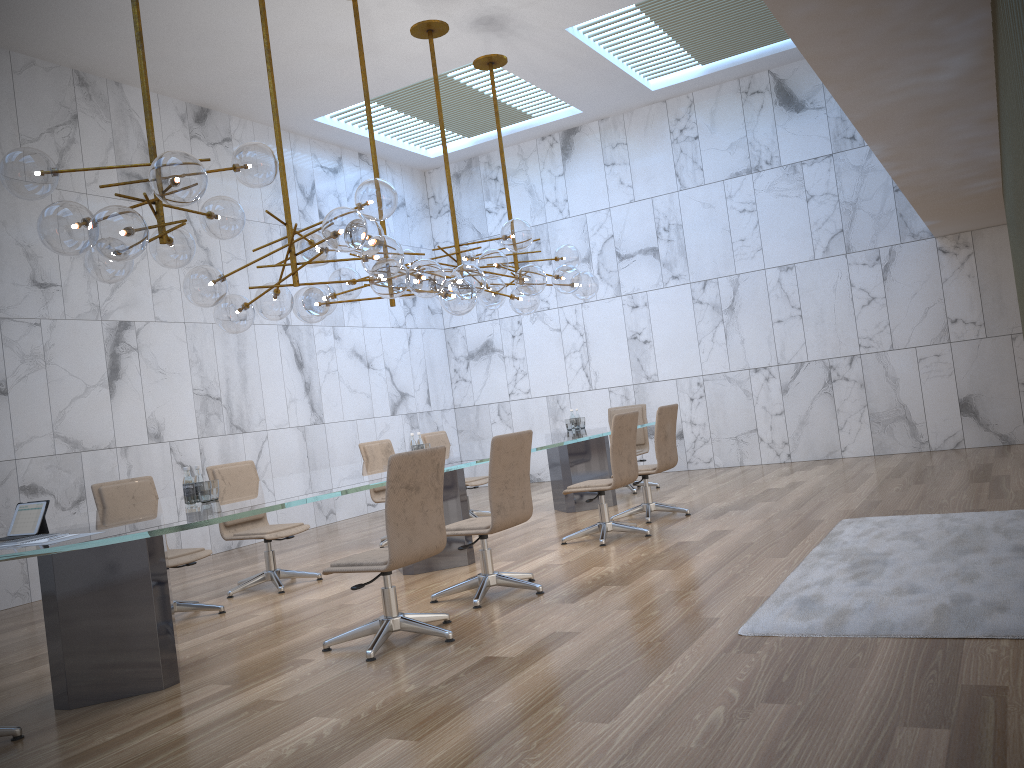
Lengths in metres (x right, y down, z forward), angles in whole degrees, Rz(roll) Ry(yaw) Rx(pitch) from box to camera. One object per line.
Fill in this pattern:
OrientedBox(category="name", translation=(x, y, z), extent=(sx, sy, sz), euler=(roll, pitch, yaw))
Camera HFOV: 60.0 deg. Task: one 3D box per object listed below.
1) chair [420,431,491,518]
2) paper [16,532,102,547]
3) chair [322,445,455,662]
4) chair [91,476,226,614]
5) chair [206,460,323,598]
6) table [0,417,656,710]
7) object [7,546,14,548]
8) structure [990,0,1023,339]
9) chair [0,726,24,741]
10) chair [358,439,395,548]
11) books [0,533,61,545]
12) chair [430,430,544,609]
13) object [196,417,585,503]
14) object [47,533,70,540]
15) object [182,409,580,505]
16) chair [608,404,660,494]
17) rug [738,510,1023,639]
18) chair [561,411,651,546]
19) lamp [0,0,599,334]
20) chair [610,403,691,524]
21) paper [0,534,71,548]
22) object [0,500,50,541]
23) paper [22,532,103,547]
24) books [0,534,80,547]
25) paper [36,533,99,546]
OrientedBox(category="chair", translation=(-0.557, 0.982, 9.424), extent=(0.697, 1.000, 0.726), euler=(-8, -2, 29))
OrientedBox(category="paper", translation=(-1.927, 0.663, 3.786), extent=(0.210, 0.001, 0.290), euler=(-8, -2, 22))
OrientedBox(category="chair", translation=(-0.659, 0.869, 4.723), extent=(0.697, 1.000, 0.726), euler=(-8, -2, 30))
OrientedBox(category="chair", translation=(-2.438, 1.134, 6.086), extent=(0.697, 1.000, 0.726), euler=(-8, -2, 29))
OrientedBox(category="chair", translation=(-1.953, 1.095, 6.947), extent=(0.697, 1.000, 0.726), euler=(-8, -2, 29))
OrientedBox(category="table", translation=(-0.663, 1.008, 6.964), extent=(2.092, 0.835, 7.924), euler=(-8, -2, 29))
OrientedBox(category="object", translation=(-2.133, 0.692, 3.891), extent=(0.210, 0.001, 0.290), euler=(-8, -2, 27))
OrientedBox(category="structure", translation=(2.638, -0.296, 4.492), extent=(0.023, 2.456, 7.223), euler=(-8, -2, 29))
OrientedBox(category="chair", translation=(-2.539, 1.083, 3.672), extent=(0.726, 1.000, 0.697), euler=(-8, -2, 30))
OrientedBox(category="chair", translation=(-1.047, 1.022, 8.553), extent=(0.697, 1.000, 0.726), euler=(-8, -2, 29))
OrientedBox(category="books", translation=(-2.112, 0.679, 3.886), extent=(0.126, 0.012, 0.205), euler=(-8, -2, 26))
OrientedBox(category="chair", translation=(-0.168, 0.830, 5.593), extent=(0.697, 1.000, 0.726), euler=(-8, -2, 30))
OrientedBox(category="object", translation=(-0.543, 0.519, 7.228), extent=(0.183, 0.117, 5.112), euler=(-8, -2, 30))
OrientedBox(category="object", translation=(-1.950, 0.656, 3.821), extent=(0.011, 0.011, 0.158), euler=(-7, -2, 4))
OrientedBox(category="object", translation=(-0.585, 0.477, 7.265), extent=(0.124, 0.213, 5.189), euler=(-8, -2, 29))
OrientedBox(category="chair", translation=(1.317, 0.771, 10.497), extent=(0.726, 1.000, 0.697), euler=(-8, -2, 30))
OrientedBox(category="rug", translation=(2.312, 0.984, 5.002), extent=(1.320, 0.034, 3.025), euler=(-8, -2, 29))
OrientedBox(category="chair", translation=(0.740, 0.756, 7.203), extent=(0.697, 1.000, 0.726), euler=(-8, -2, 30))
OrientedBox(category="lamp", translation=(-1.081, -1.776, 6.936), extent=(1.557, 2.716, 5.672), euler=(-8, -2, 29))
OrientedBox(category="chair", translation=(1.227, 0.717, 8.068), extent=(0.697, 1.000, 0.726), euler=(-8, -2, 30))
OrientedBox(category="paper", translation=(-2.133, 0.692, 3.891), extent=(0.210, 0.001, 0.290), euler=(-8, -2, 28))
OrientedBox(category="object", translation=(-2.348, 0.649, 4.193), extent=(0.255, 0.159, 0.205), euler=(-8, -2, 29))
OrientedBox(category="paper", translation=(-1.927, 0.663, 3.786), extent=(0.210, 0.001, 0.290), euler=(-8, -2, 22))
OrientedBox(category="books", translation=(-2.041, 0.674, 3.829), extent=(0.239, 0.012, 0.205), euler=(-8, -2, 17))
OrientedBox(category="paper", translation=(-1.927, 0.664, 3.786), extent=(0.210, 0.001, 0.290), euler=(-8, -2, 24))
